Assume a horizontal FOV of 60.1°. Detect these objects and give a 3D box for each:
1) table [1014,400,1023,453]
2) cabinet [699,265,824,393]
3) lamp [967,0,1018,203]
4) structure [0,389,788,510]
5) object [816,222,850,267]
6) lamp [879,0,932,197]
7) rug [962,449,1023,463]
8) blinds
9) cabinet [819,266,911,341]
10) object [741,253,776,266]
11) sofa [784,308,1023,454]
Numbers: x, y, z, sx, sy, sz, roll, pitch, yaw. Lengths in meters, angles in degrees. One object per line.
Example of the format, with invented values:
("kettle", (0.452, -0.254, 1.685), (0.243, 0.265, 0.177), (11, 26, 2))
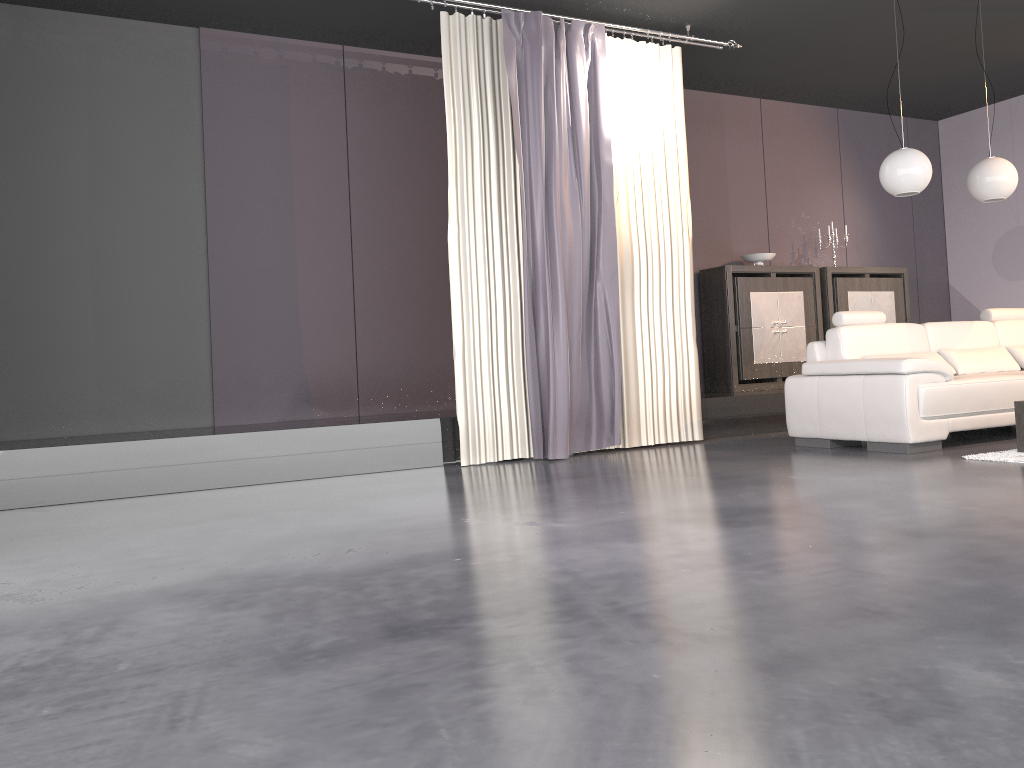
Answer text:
("table", (3.207, 0.200, 4.548), (0.906, 0.271, 0.699), (-3, 1, -27))
("cabinet", (2.242, -0.492, 7.839), (1.073, 1.076, 0.411), (-3, -2, -27))
("lamp", (3.218, -1.947, 6.008), (0.307, 1.417, 0.306), (-2, -2, -24))
("structure", (0.447, 0.304, 6.574), (8.778, 0.301, 0.999), (-3, 1, -27))
("object", (3.011, -1.298, 8.297), (0.229, 0.446, 0.229), (-3, -1, -10))
("lamp", (2.457, -1.904, 5.617), (0.306, 1.417, 0.306), (-4, -2, 30))
("rug", (3.197, 0.338, 4.545), (1.527, 0.023, 0.915), (-3, 1, -27))
("blinds", (0.323, -1.032, 5.754), (3.291, 3.002, 0.248), (-3, -2, -27))
("cabinet", (3.277, -0.551, 8.373), (1.073, 1.076, 0.411), (-3, -2, -27))
("object", (2.197, -1.087, 7.890), (0.309, 0.117, 0.309), (-3, 0, 7))
("sofa", (3.433, -0.110, 5.568), (2.864, 0.860, 1.865), (-3, 0, -27))
